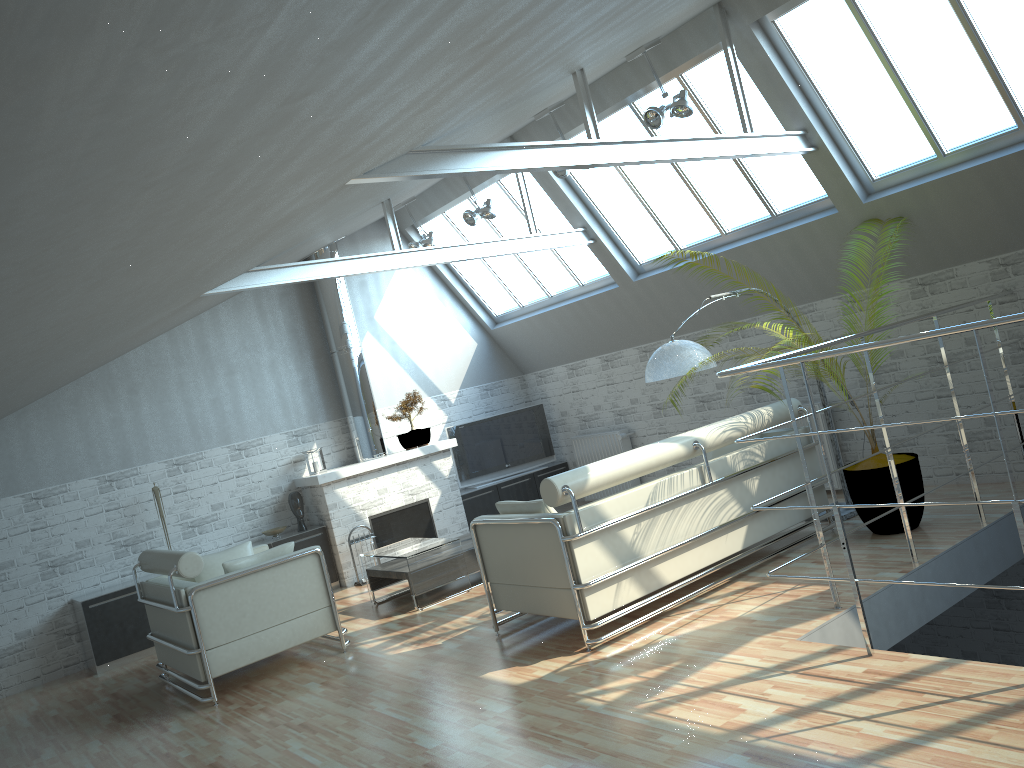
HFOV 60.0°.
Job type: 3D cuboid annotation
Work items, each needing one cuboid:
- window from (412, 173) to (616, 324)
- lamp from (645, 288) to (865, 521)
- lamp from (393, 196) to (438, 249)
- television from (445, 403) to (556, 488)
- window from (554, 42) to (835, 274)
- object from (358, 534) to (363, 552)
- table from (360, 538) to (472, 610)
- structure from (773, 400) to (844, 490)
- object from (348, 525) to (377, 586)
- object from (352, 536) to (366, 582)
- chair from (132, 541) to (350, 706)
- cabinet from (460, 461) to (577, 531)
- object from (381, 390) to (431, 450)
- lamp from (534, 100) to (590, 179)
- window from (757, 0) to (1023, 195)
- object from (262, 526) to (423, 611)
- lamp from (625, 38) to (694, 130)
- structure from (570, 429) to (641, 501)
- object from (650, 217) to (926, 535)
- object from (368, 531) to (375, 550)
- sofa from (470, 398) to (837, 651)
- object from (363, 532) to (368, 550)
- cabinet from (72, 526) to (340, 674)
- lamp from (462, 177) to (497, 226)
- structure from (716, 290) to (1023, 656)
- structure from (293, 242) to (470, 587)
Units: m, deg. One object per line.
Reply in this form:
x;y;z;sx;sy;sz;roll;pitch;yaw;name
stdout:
0.007;-2.994;19.323;1.897;2.787;4.651;-14;0;-36;window
4.103;0.330;13.358;4.621;3.709;1.015;-14;0;-30;lamp
-2.060;-3.314;18.609;0.619;1.172;0.808;-14;0;-32;lamp
-0.263;1.474;20.871;2.577;1.514;0.592;-14;0;-26;television
2.891;-3.690;15.199;1.897;2.787;4.651;-14;0;-36;window
-2.879;3.407;17.489;0.145;0.932;0.065;-14;0;36;object
-1.649;3.168;14.967;1.015;0.867;1.726;-14;0;-36;table
5.083;1.142;15.841;0.508;1.524;1.892;-14;0;-36;structure
-2.932;3.364;17.633;0.584;1.124;0.412;-14;0;-36;object
-2.991;3.426;17.402;0.131;0.916;0.146;-14;0;-36;object
-4.049;3.187;13.045;2.201;2.001;2.507;-14;0;-36;chair
-0.073;2.730;20.871;3.234;1.016;0.908;-14;0;-36;cabinet
-2.285;0.785;19.252;1.115;1.265;0.572;-14;0;-32;object
0.799;-4.004;14.521;0.618;1.172;0.808;-14;0;-32;lamp
5.774;-4.385;11.075;1.897;2.787;4.651;-14;0;-36;window
-2.981;2.642;16.056;1.528;2.558;4.859;-14;0;-37;object
2.064;-4.309;12.711;0.619;1.172;0.808;-14;0;-32;lamp
2.168;1.845;20.011;0.508;1.524;1.892;-14;0;-36;structure
3.965;0.024;12.329;3.777;4.386;5.015;-14;0;29;object
-2.752;3.346;17.658;0.026;0.873;0.155;-14;0;-34;object
2.015;1.724;12.239;4.866;1.999;2.199;-14;0;-36;sofa
-2.843;3.359;17.591;0.025;0.855;0.025;-14;0;-14;object
-5.635;3.945;16.763;4.572;1.270;0.914;-14;0;-36;cabinet
-0.805;-3.617;16.815;0.619;1.172;0.808;-14;0;-32;lamp
6.381;0.267;8.597;6.483;2.781;5.366;-14;0;-36;structure
-3.199;0.319;18.892;3.302;7.180;1.309;-14;0;-36;structure
